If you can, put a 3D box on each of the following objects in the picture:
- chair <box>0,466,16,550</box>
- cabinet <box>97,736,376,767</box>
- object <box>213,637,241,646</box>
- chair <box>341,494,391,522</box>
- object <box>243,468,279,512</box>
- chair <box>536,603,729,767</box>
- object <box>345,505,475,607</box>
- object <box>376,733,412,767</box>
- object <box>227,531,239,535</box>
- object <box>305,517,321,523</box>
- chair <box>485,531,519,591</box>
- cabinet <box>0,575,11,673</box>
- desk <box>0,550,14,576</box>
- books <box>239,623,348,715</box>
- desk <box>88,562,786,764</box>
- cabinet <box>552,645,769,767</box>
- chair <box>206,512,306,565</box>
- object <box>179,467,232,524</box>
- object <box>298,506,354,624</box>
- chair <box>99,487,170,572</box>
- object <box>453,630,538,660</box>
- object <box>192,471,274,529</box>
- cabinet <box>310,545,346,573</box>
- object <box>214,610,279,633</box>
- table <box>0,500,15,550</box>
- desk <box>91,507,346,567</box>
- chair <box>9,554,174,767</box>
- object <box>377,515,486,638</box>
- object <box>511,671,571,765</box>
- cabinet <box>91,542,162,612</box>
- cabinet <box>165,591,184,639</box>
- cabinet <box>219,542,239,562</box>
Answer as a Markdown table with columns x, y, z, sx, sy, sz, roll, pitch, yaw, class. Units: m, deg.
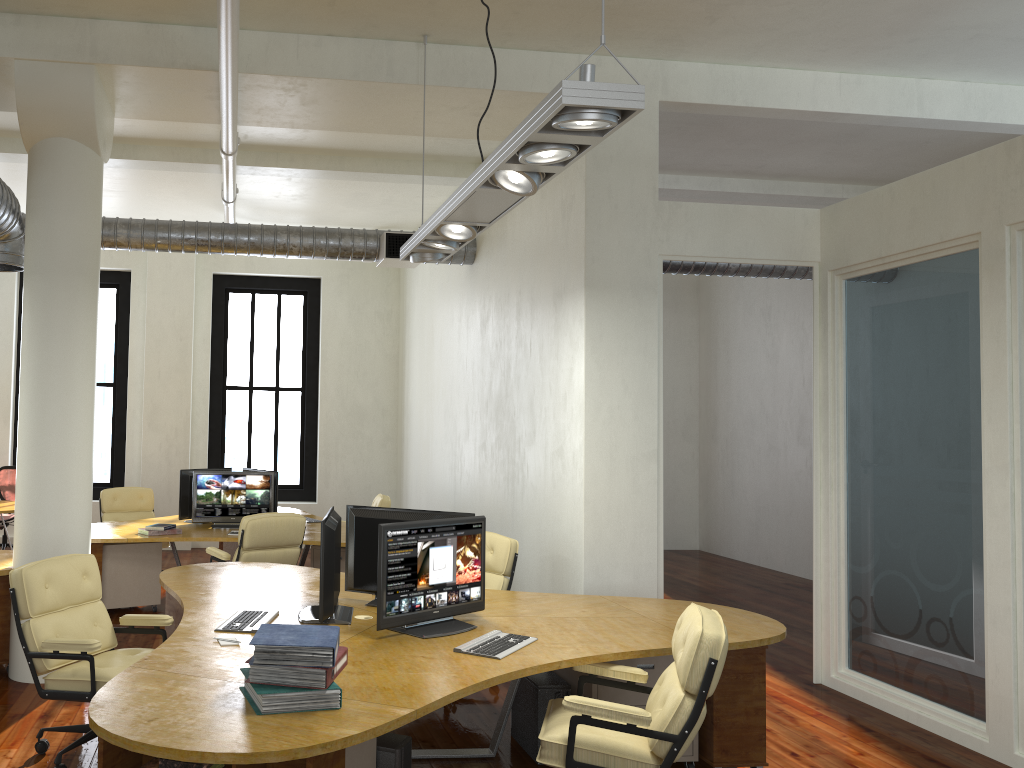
| x | y | z | sx | sy | sz | roll | pitch | yaw | class |
| --- | --- | --- | --- | --- | --- | --- | --- | --- | --- |
| -6.466 | 1.646 | 11.392 | 0.724 | 1.158 | 0.763 | 1 | -3 | -4 | chair |
| -0.989 | 1.564 | 3.449 | 0.945 | 0.709 | 0.832 | 0 | -3 | 18 | cabinet |
| -1.335 | 1.201 | 4.151 | 0.103 | 0.015 | 0.144 | 3 | -3 | -25 | object |
| -1.747 | 1.725 | 9.818 | 0.769 | 1.021 | 0.729 | 1 | -3 | -7 | chair |
| -2.660 | 1.177 | 9.350 | 0.264 | 0.552 | 0.885 | 3 | -4 | -39 | object |
| 0.487 | 1.455 | 3.796 | 0.821 | 1.021 | 0.681 | 0 | -3 | 13 | chair |
| -0.597 | 0.996 | 5.104 | 0.873 | 0.552 | 0.268 | 0 | -3 | 25 | object |
| -0.684 | 1.741 | 3.874 | 0.513 | 0.411 | 0.168 | 0 | -3 | 21 | object |
| -2.401 | 1.394 | 8.275 | 0.479 | 0.016 | 0.228 | 1 | -3 | 1 | object |
| -2.214 | 1.467 | 9.599 | 0.210 | 0.016 | 0.517 | 3 | -4 | -34 | object |
| -0.429 | 1.567 | 6.282 | 0.705 | 1.021 | 0.788 | 3 | -4 | -42 | chair |
| -4.054 | 1.653 | 6.326 | 0.811 | 0.709 | 0.966 | 3 | -4 | -35 | cabinet |
| -5.555 | 1.579 | 5.856 | 3.805 | 0.734 | 3.565 | 0 | -3 | 26 | desk |
| -0.836 | 1.063 | 3.337 | 0.417 | 0.227 | 0.458 | 1 | -3 | -2 | books |
| -0.955 | 1.631 | 5.066 | 3.515 | 0.734 | 3.850 | 4 | -4 | -42 | desk |
| 0.736 | 1.675 | 4.895 | 0.862 | 0.709 | 0.915 | 2 | -3 | -12 | cabinet |
| -2.249 | 1.606 | 7.730 | 0.648 | 1.021 | 0.857 | 3 | -4 | -43 | chair |
| -3.215 | 1.163 | 9.308 | 0.316 | 0.552 | 0.740 | -1 | -3 | 25 | object |
| -1.001 | 0.971 | 4.787 | 0.289 | 0.552 | 0.812 | 1 | -3 | -7 | object |
| -4.213 | 1.680 | 9.895 | 0.651 | 1.021 | 0.854 | 3 | -4 | -38 | chair |
| -0.071 | 1.227 | 4.191 | 0.249 | 0.016 | 0.436 | 0 | -3 | 26 | object |
| -2.764 | 1.146 | 8.800 | 0.773 | 0.552 | 0.303 | 2 | -3 | -14 | object |
| -1.356 | 1.814 | 8.358 | 0.960 | 0.709 | 0.818 | 0 | -3 | 23 | cabinet |
| -1.364 | 1.222 | 4.587 | 0.232 | 0.016 | 0.469 | 1 | -3 | -1 | object |
| -6.323 | 1.803 | 10.419 | 1.564 | 0.744 | 1.403 | 0 | -3 | 14 | table |
| -2.833 | 1.823 | 9.448 | 3.844 | 0.734 | 3.553 | 1 | -3 | -6 | desk |
| -2.189 | 1.448 | 4.693 | 0.832 | 1.021 | 0.671 | 0 | -3 | 18 | chair |
| -0.391 | 0.969 | 4.521 | 0.321 | 0.552 | 0.729 | -2 | -4 | 43 | object |
| 0.150 | 1.813 | 4.923 | 0.173 | 0.411 | 0.498 | 2 | -3 | -16 | object |
| -3.831 | 1.762 | 8.328 | 0.808 | 0.709 | 0.969 | 3 | -4 | -37 | cabinet |
| -1.730 | 1.678 | 5.915 | 0.800 | 0.709 | 0.977 | 4 | -4 | -42 | cabinet |
| -3.050 | 1.891 | 10.489 | 0.873 | 0.709 | 0.905 | 1 | -3 | -7 | cabinet |
